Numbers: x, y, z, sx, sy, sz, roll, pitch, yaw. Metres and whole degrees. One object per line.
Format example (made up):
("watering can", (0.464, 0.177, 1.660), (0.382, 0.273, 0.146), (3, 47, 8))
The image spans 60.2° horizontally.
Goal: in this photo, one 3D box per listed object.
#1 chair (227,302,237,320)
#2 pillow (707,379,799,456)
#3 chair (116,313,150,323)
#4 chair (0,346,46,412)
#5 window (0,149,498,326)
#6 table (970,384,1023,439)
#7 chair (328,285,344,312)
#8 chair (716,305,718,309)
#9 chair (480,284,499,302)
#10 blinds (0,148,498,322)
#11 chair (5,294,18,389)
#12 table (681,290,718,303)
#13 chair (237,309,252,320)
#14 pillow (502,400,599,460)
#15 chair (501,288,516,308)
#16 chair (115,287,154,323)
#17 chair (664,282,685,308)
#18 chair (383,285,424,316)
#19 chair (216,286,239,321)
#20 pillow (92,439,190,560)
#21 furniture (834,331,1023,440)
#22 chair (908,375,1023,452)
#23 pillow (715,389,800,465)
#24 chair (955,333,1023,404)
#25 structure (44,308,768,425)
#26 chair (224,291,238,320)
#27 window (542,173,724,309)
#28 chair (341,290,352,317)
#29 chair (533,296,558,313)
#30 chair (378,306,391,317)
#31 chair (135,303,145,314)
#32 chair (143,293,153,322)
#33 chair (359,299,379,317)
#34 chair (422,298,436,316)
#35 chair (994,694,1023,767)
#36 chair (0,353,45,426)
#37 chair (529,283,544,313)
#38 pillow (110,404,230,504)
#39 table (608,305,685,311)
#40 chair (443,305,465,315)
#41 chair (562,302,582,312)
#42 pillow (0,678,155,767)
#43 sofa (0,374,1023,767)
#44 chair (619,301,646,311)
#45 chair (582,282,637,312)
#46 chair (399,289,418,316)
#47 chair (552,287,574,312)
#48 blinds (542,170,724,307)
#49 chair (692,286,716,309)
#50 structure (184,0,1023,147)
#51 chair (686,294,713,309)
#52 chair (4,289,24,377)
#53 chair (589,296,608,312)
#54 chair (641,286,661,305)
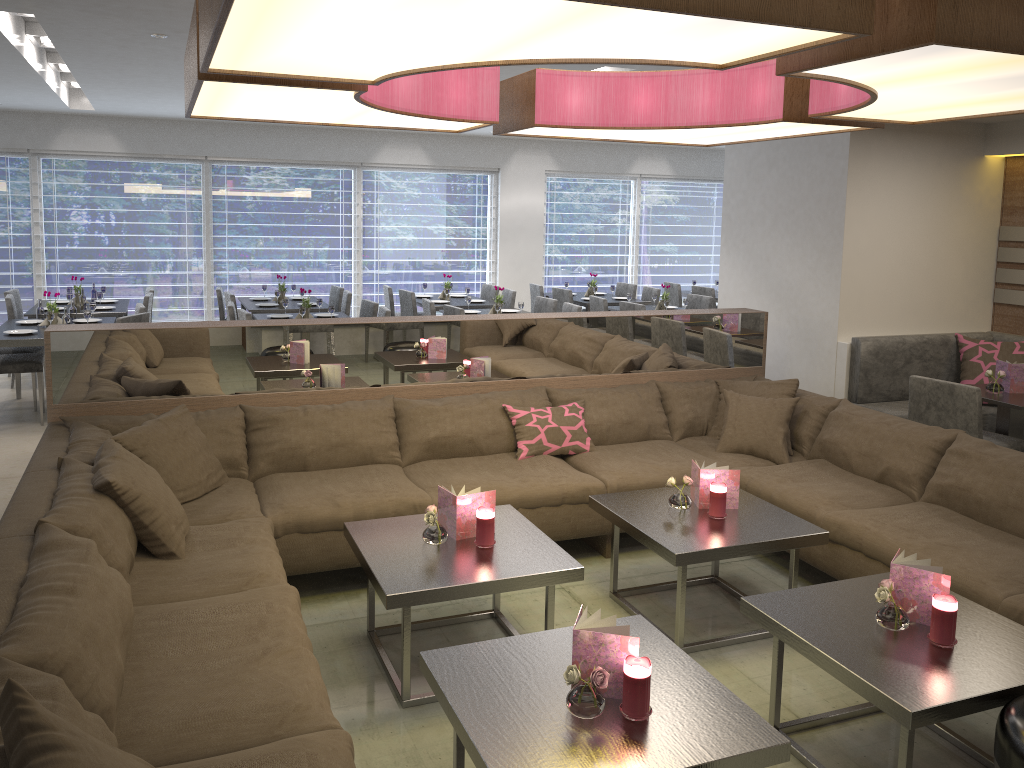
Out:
("chair", (-2.120, -0.298, 7.417), (0.492, 0.755, 0.482), (-1, 8, -17))
("pillow", (1.255, 0.150, 4.599), (0.529, 0.390, 0.293), (8, 11, 37))
("chair", (-2.973, -0.136, 6.483), (0.492, 0.755, 0.482), (2, 8, 8))
("chair", (-3.845, -0.202, 6.728), (0.492, 0.755, 0.482), (-1, 8, -17))
("window", (-3.527, -1.586, 10.254), (7.108, 2.053, 0.160), (-3, 8, -22))
("table", (2.652, 0.373, 4.733), (0.506, 0.648, 0.511), (-2, 9, -22))
("chair", (-2.014, -0.620, 9.092), (0.493, 0.755, 0.481), (-3, 9, -27))
("chair", (2.799, -0.889, 11.012), (0.493, 0.755, 0.481), (-3, 9, -27))
("chair", (-0.442, -0.708, 9.719), (0.493, 0.755, 0.481), (-3, 9, -27))
("blinds", (-3.497, -1.592, 10.150), (7.102, 2.024, 0.045), (-3, 8, -22))
("chair", (-4.100, -0.392, 7.687), (0.493, 0.755, 0.481), (-3, 9, -27))
("table", (2.569, -0.758, 10.635), (0.778, 0.628, 1.201), (-2, 11, -22))
("chair", (-1.871, -0.204, 6.952), (0.493, 0.755, 0.481), (-3, 9, -27))
("pillow", (0.191, 0.221, 4.307), (0.464, 0.250, 0.182), (-4, 9, -26))
("chair", (-0.248, -0.606, 9.213), (0.492, 0.755, 0.482), (-1, 8, -17))
("chair", (-3.681, -0.526, 8.427), (0.493, 0.755, 0.481), (-3, 9, -27))
("chair", (2.130, -0.850, 10.737), (0.492, 0.755, 0.482), (-1, 8, -17))
("chair", (-1.111, -0.669, 9.443), (0.492, 0.755, 0.482), (-1, 8, -17))
("chair", (-2.683, -0.580, 8.816), (0.492, 0.755, 0.482), (-1, 8, -17))
("pillow", (-1.289, 0.398, 3.067), (0.312, 0.336, 0.499), (-3, 11, -27))
("furniture", (2.239, 0.690, 2.522), (4.260, 0.845, 5.707), (-3, 12, -21))
("chair", (2.352, 0.342, 4.583), (0.493, 0.755, 0.481), (-3, 9, -30))
("pillow", (1.216, 0.217, 4.396), (0.381, 0.319, 0.237), (5, 9, 23))
("chair", (2.949, -0.073, 5.349), (0.492, 0.423, 0.298), (5, 9, 21))
("structure", (-0.301, 0.152, 4.636), (3.776, 0.999, 0.226), (-3, 8, -22))
("chair", (-2.434, -0.486, 8.352), (0.493, 0.755, 0.481), (-3, 9, -27))
("window", (2.045, -1.899, 12.477), (3.662, 2.054, 0.160), (-3, 8, -22))
("chair", (-1.819, -0.518, 8.586), (0.492, 0.755, 0.482), (-1, 8, -17))
("chair", (0.121, -0.426, 8.319), (0.493, 0.755, 0.481), (-3, 9, -27))
("chair", (-1.257, -0.236, 7.187), (0.492, 0.755, 0.482), (-1, 8, -17))
("chair", (-3.177, -0.243, 7.015), (0.493, 0.755, 0.481), (-3, 9, -27))
("chair", (-3.486, -0.425, 7.921), (0.492, 0.755, 0.482), (-1, 8, -17))
("chair", (-1.451, -0.338, 7.692), (0.493, 0.755, 0.481), (-3, 9, -27))
("chair", (-0.548, -0.387, 8.044), (0.492, 0.755, 0.482), (-1, 8, -17))
("chair", (1.328, 0.974, 2.010), (0.424, 0.446, 0.425), (-6, 11, -40))
("chair", (-3.596, -0.107, 6.264), (0.493, 0.755, 0.481), (-3, 9, -27))
("chair", (0.477, -0.758, 10.077), (0.492, 0.755, 0.482), (-1, 8, -17))
("pillow", (-1.368, 0.304, 3.556), (0.297, 0.353, 0.508), (3, 10, 10))
("table", (1.478, -0.384, 8.575), (0.778, 0.628, 1.201), (-2, 11, -22))
("chair", (-0.299, -0.292, 7.579), (0.493, 0.755, 0.481), (-3, 9, -27))
("chair", (0.315, -0.324, 7.814), (0.492, 0.755, 0.482), (-1, 8, -17))
("pillow", (-0.668, 0.669, 1.445), (0.280, 0.400, 0.536), (-4, 11, -33))
("sofa", (0.321, 0.637, 3.068), (3.769, 0.669, 3.213), (-3, 12, -22))
("chair", (1.289, -0.381, 8.213), (0.493, 0.755, 0.481), (-3, 9, -27))
("chair", (1.146, -0.797, 10.353), (0.493, 0.755, 0.481), (-3, 9, -27))
("chair", (-0.862, -0.574, 8.979), (0.493, 0.755, 0.481), (-3, 9, -27))
("chair", (0.726, -0.663, 9.613), (0.493, 0.755, 0.481), (-3, 9, -27))
("blinds", (2.093, -1.906, 12.381), (3.653, 2.024, 0.045), (-3, 8, -22))
("chair", (2.379, -0.755, 10.272), (0.493, 0.755, 0.481), (-3, 9, -27))
("structure", (0.298, -1.186, 2.764), (2.444, 0.612, 2.472), (-3, 11, -22))
("chair", (1.709, -0.515, 8.953), (0.493, 0.755, 0.481), (-3, 9, -27))
("chair", (-4.349, -0.487, 8.151), (0.492, 0.755, 0.482), (-1, 8, -17))
("chair", (1.040, -0.476, 8.677), (0.492, 0.755, 0.482), (-1, 8, -17))
("chair", (1.341, -0.695, 9.847), (0.492, 0.755, 0.482), (-1, 8, -17))
